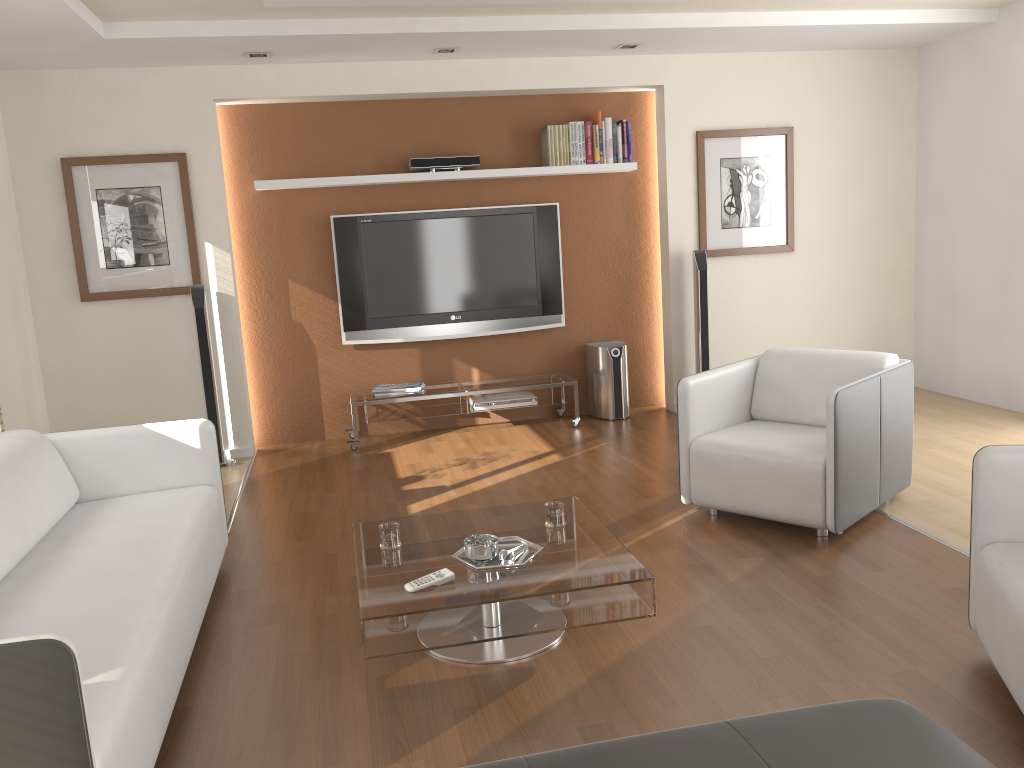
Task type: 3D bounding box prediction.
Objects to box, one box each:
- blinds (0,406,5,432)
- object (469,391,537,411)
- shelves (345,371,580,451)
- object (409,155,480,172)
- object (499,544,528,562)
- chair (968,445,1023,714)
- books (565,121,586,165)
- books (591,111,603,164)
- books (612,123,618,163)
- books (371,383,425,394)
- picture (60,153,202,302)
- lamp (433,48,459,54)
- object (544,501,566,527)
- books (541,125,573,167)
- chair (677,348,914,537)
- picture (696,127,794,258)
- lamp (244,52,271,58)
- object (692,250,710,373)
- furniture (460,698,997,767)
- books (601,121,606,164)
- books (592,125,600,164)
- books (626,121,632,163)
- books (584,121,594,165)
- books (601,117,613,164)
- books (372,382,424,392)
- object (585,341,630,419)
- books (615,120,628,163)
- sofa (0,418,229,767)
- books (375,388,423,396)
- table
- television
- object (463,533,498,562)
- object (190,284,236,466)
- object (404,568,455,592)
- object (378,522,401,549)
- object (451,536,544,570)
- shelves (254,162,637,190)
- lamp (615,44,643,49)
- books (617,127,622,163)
[{"bbox_3d":[-2.734,-0.364,4.280,0.001,2.200,0.980,-5,10,-11],"label":"blinds"},{"bbox_3d":[-0.064,0.117,6.242,0.435,0.052,0.274,-5,10,-11],"label":"object"},{"bbox_3d":[-0.359,0.178,6.216,1.617,0.340,0.444,-5,10,-11],"label":"shelves"},{"bbox_3d":[-0.463,-1.503,6.072,0.470,0.109,0.182,-5,10,-11],"label":"object"},{"bbox_3d":[0.012,0.560,2.983,0.051,0.035,0.147,2,11,30],"label":"object"},{"bbox_3d":[1.760,0.520,2.246,0.919,0.661,0.767,-1,10,14],"label":"chair"},{"bbox_3d":[0.444,-1.684,6.242,0.104,0.295,0.146,-5,10,-11],"label":"books"},{"bbox_3d":[0.601,-1.729,6.264,0.028,0.358,0.169,-5,10,-11],"label":"books"},{"bbox_3d":[0.706,-1.701,6.296,0.041,0.278,0.157,-5,10,-11],"label":"books"},{"bbox_3d":[-0.779,0.031,6.095,0.326,0.017,0.228,-3,10,6],"label":"books"},{"bbox_3d":[-2.384,-0.986,5.585,0.734,0.884,0.025,-5,10,-11],"label":"picture"},{"bbox_3d":[-0.413,-2.117,5.517,0.146,0.087,0.146,-5,10,-11],"label":"lamp"},{"bbox_3d":[0.159,0.481,3.276,0.079,0.077,0.079,-8,11,-22],"label":"object"},{"bbox_3d":[0.312,-1.661,6.216,0.167,0.275,0.195,-5,10,-11],"label":"books"},{"bbox_3d":[1.360,0.232,4.200,0.767,0.706,0.919,6,13,43],"label":"chair"},{"bbox_3d":[1.682,-1.374,6.368,0.734,0.884,0.025,-5,10,-11],"label":"picture"},{"bbox_3d":[-1.522,-2.011,5.303,0.146,0.087,0.146,-5,10,-11],"label":"lamp"},{"bbox_3d":[1.347,-0.363,6.306,0.228,1.165,0.215,-5,10,-6],"label":"object"},{"bbox_3d":[0.299,0.904,1.580,1.291,0.301,0.685,-5,10,-11],"label":"furniture"},{"bbox_3d":[0.628,-1.700,6.275,0.022,0.293,0.167,-5,10,-11],"label":"books"},{"bbox_3d":[0.572,-1.680,6.257,0.041,0.266,0.186,-5,10,-11],"label":"books"},{"bbox_3d":[0.810,-1.714,6.310,0.029,0.286,0.169,-5,10,-11],"label":"books"},{"bbox_3d":[0.524,-1.690,6.254,0.053,0.293,0.169,-5,10,-11],"label":"books"},{"bbox_3d":[0.663,-1.712,6.274,0.050,0.313,0.179,-5,10,-11],"label":"books"},{"bbox_3d":[-0.780,0.019,6.093,0.326,0.017,0.228,-3,10,1],"label":"books"},{"bbox_3d":[0.715,-0.031,6.452,0.286,0.518,0.323,-5,10,-11],"label":"object"},{"bbox_3d":[0.775,-1.714,6.302,0.041,0.293,0.169,-5,10,-11],"label":"books"},{"bbox_3d":[-1.504,0.637,2.754,0.919,0.661,2.238,-5,10,-11],"label":"sofa"},{"bbox_3d":[-0.778,0.043,6.097,0.326,0.017,0.228,-5,10,-8],"label":"books"},{"bbox_3d":[-0.079,0.716,3.112,0.900,0.300,0.900,-5,10,-11],"label":"table"},{"bbox_3d":[-0.427,-0.773,6.249,1.594,0.900,0.097,-5,10,-11],"label":"television"},{"bbox_3d":[-0.102,0.546,2.975,0.118,0.079,0.117,-4,10,-4],"label":"object"},{"bbox_3d":[-1.944,-0.049,5.673,0.228,1.165,0.215,-6,10,-16],"label":"object"},{"bbox_3d":[-0.260,0.616,2.783,0.158,0.029,0.064,-9,11,-29],"label":"object"},{"bbox_3d":[-0.434,0.539,3.155,0.079,0.077,0.079,-8,11,-22],"label":"object"},{"bbox_3d":[-0.049,0.572,3.015,0.315,0.011,0.273,-4,10,-4],"label":"object"},{"bbox_3d":[-0.415,-1.430,6.097,2.612,0.050,0.200,-5,10,-11],"label":"shelves"},{"bbox_3d":[0.755,-2.228,5.741,0.146,0.087,0.146,-5,10,-11],"label":"lamp"},{"bbox_3d":[0.742,-1.689,6.299,0.028,0.248,0.169,-5,10,-11],"label":"books"}]
